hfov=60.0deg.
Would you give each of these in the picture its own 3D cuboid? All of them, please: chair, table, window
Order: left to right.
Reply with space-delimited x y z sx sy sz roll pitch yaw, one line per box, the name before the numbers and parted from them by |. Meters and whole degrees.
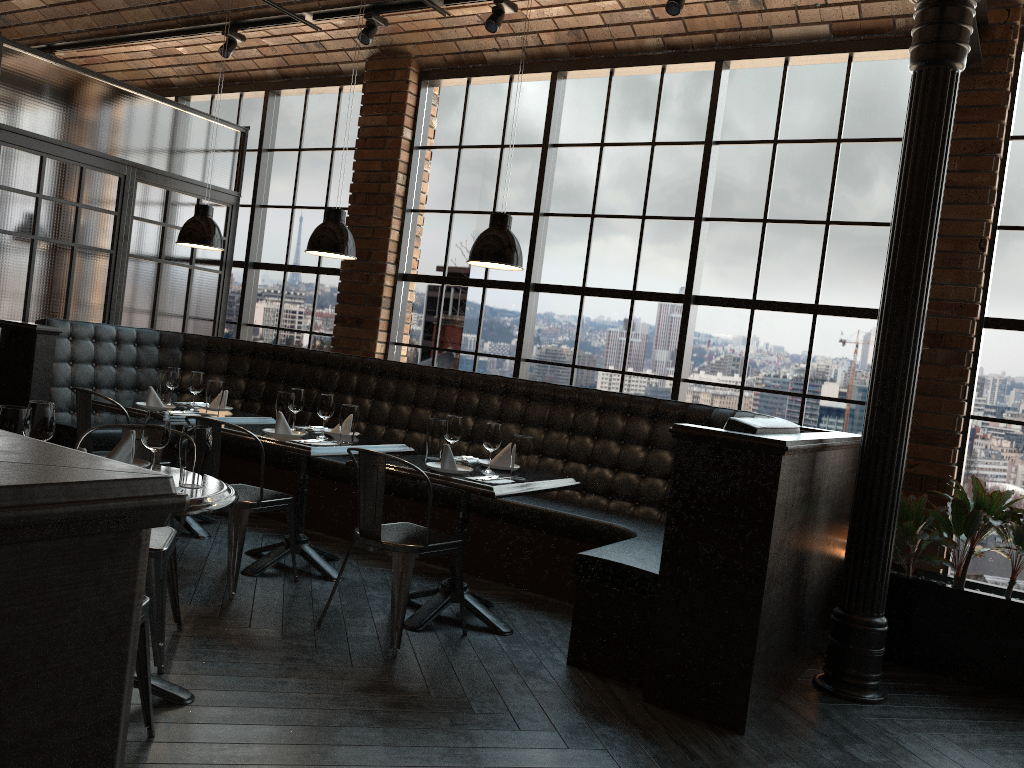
chair | -1.298 0.675 2.512 0.504 0.857 0.558 7 2 -4
table | -1.422 0.695 3.024 0.866 0.758 0.866 7 2 -6
chair | -2.331 0.464 5.264 0.504 0.857 0.558 8 2 36
chair | -1.544 0.615 3.504 0.504 0.857 0.558 7 2 -14
table | -2.129 0.530 5.614 0.872 0.758 0.872 8 2 31
chair | -1.428 0.598 4.610 0.504 0.857 0.558 8 2 26
table | -1.203 0.665 5.056 0.872 0.758 0.872 8 2 31
window | -1.093 -0.893 7.272 16.179 3.253 0.168 8 2 31
chair | -0.512 0.729 4.125 0.504 0.857 0.558 8 2 36
table | -0.265 0.801 4.490 0.872 0.758 0.872 8 2 31

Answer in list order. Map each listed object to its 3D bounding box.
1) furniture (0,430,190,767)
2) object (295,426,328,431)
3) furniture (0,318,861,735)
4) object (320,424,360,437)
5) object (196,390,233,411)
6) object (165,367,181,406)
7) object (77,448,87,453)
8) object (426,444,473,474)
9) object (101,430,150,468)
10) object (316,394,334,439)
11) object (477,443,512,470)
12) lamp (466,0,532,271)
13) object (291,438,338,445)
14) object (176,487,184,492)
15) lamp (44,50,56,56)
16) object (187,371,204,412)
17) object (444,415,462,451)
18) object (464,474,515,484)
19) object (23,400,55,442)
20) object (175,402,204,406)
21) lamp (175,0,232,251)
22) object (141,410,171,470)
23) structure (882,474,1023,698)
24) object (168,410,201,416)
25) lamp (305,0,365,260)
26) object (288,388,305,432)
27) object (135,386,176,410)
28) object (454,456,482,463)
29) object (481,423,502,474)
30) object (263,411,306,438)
furniture | -3.252 0.274 1.565 5.451 1.212 1.979 8 2 31
object | -1.207 0.264 5.351 0.157 0.019 0.255 8 2 31
furniture | -0.829 0.467 5.626 5.451 1.212 1.979 8 2 31
object | -1.010 0.238 5.236 0.232 0.139 0.232 8 2 25
object | -1.938 0.104 5.795 0.232 0.139 0.232 8 2 25
object | -2.181 0.016 5.693 0.092 0.244 0.092 7 2 -20
object | -1.362 0.262 2.807 0.232 0.139 0.232 7 2 1
object | -0.296 0.356 4.288 0.232 0.139 0.232 8 2 28
object | -1.443 0.239 3.246 0.232 0.139 0.232 7 2 -15
object | -1.048 0.181 4.972 0.092 0.244 0.092 7 2 -8
object | -0.064 0.375 4.666 0.232 0.139 0.232 8 2 25
lamp | 0.020 -1.408 4.413 0.291 1.653 0.291 7 2 -14
object | -1.036 0.305 4.718 0.157 0.019 0.255 8 2 31
object | -1.167 0.340 2.896 0.157 0.019 0.255 7 2 -9
lamp | -4.091 -2.044 7.674 0.291 1.653 0.291 7 2 6
object | -1.976 0.047 5.531 0.092 0.244 0.092 7 2 -20
object | -0.308 0.288 4.565 0.092 0.244 0.092 7 2 -8
object | -0.090 0.442 4.148 0.157 0.019 0.255 8 2 31
object | -1.535 0.179 2.872 0.092 0.244 0.092 8 2 30
object | -2.134 0.130 5.910 0.157 0.019 0.255 8 2 31
lamp | -1.855 -1.678 5.543 0.291 1.653 0.291 7 2 6
object | -1.224 0.214 3.037 0.092 0.244 0.092 8 2 30
structure | 3.684 1.164 3.870 4.107 1.072 0.757 8 2 30
object | -1.964 0.170 5.277 0.157 0.019 0.255 8 2 31
lamp | -0.918 -1.543 4.978 0.291 1.653 0.291 6 2 -34
object | -1.253 0.151 5.134 0.092 0.244 0.092 7 2 -20
object | -2.170 0.084 5.417 0.232 0.139 0.232 8 2 28
object | -0.261 0.401 4.781 0.157 0.019 0.255 8 2 31
object | -0.103 0.318 4.402 0.092 0.244 0.092 7 2 -8
object | -1.242 0.219 4.858 0.232 0.139 0.232 8 2 28
